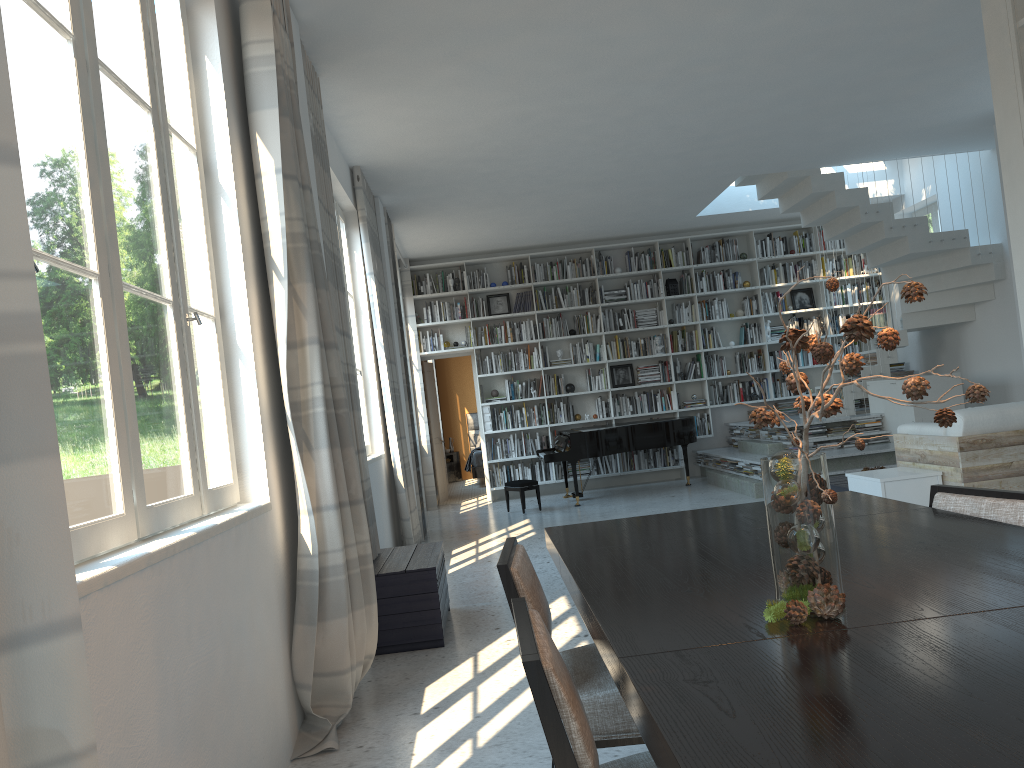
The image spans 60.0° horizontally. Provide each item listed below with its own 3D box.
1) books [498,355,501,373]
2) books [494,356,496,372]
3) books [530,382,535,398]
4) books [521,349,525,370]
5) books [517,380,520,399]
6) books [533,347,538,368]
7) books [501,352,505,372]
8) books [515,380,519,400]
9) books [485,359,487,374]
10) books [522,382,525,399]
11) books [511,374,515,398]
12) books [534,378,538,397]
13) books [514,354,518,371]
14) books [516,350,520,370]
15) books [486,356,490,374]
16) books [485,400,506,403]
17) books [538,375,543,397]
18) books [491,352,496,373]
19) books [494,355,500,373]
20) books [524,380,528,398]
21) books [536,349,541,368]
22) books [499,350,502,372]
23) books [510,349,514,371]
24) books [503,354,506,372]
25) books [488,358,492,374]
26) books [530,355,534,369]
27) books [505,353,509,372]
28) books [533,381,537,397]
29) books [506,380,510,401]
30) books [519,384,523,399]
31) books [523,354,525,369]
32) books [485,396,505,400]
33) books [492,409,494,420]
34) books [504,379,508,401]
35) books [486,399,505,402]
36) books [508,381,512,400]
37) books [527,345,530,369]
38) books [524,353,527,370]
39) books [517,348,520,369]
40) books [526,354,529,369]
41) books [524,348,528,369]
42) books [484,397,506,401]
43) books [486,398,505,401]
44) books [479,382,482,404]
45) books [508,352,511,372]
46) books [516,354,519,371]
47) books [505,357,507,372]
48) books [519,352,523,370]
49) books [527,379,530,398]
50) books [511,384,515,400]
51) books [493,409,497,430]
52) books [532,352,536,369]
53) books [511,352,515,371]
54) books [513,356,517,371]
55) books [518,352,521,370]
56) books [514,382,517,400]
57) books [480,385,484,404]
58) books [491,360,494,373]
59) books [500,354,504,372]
[{"bbox_3d":[-0.161,-0.254,11.569,0.014,0.230,0.148,-7,-1,-2],"label":"books"},{"bbox_3d":[-0.223,-0.255,11.562,0.011,0.246,0.176,-7,-1,-2],"label":"books"},{"bbox_3d":[0.266,0.078,11.569,0.030,0.207,0.172,-7,-1,-2],"label":"books"},{"bbox_3d":[0.139,-0.311,11.575,0.015,0.275,0.157,-7,-1,-2],"label":"books"},{"bbox_3d":[0.086,0.077,11.564,0.011,0.250,0.172,-7,-1,-2],"label":"books"},{"bbox_3d":[0.313,-0.336,11.600,0.027,0.286,0.148,-7,-1,-2],"label":"books"},{"bbox_3d":[-0.119,-0.279,11.579,0.011,0.271,0.158,-7,-1,-2],"label":"books"},{"bbox_3d":[0.069,0.080,11.581,0.022,0.249,0.129,-7,-1,-2],"label":"books"},{"bbox_3d":[-0.341,-0.222,11.570,0.042,0.208,0.143,-7,-1,-2],"label":"books"},{"bbox_3d":[0.149,0.088,11.587,0.056,0.214,0.142,-7,-1,-2],"label":"books"},{"bbox_3d":[0.017,0.042,11.581,0.011,0.336,0.153,-7,-1,-2],"label":"books"},{"bbox_3d":[0.316,0.050,11.584,0.021,0.251,0.154,-7,-1,-2],"label":"books"},{"bbox_3d":[0.054,-0.278,11.573,0.013,0.229,0.177,-7,-1,-2],"label":"books"},{"bbox_3d":[0.076,-0.302,11.582,0.012,0.272,0.145,-7,-1,-2],"label":"books"},{"bbox_3d":[-0.310,-0.240,11.555,0.022,0.235,0.177,-7,-1,-2],"label":"books"},{"bbox_3d":[-0.214,0.232,11.562,0.285,0.012,0.159,-7,-2,1],"label":"books"},{"bbox_3d":[0.367,0.031,11.547,0.082,0.276,0.228,-7,-1,-2],"label":"books"},{"bbox_3d":[-0.242,-0.270,11.570,0.023,0.281,0.174,-7,-1,-2],"label":"books"},{"bbox_3d":[-0.194,-0.256,11.587,0.049,0.243,0.139,-7,-1,-2],"label":"books"},{"bbox_3d":[0.182,0.071,11.588,0.013,0.242,0.141,-7,-1,-2],"label":"books"},{"bbox_3d":[0.347,-0.326,11.601,0.036,0.257,0.123,-7,-1,-2],"label":"books"},{"bbox_3d":[-0.152,-0.287,11.568,0.011,0.293,0.183,-7,-1,-2],"label":"books"},{"bbox_3d":[-0.005,-0.307,11.575,0.013,0.300,0.151,-7,-1,-2],"label":"books"},{"bbox_3d":[-0.099,-0.265,11.563,0.024,0.237,0.167,-7,-1,-2],"label":"books"},{"bbox_3d":[-0.283,-0.227,11.546,0.028,0.203,0.188,-7,-1,-2],"label":"books"},{"bbox_3d":[0.261,-0.279,11.591,0.030,0.183,0.152,-7,-1,-2],"label":"books"},{"bbox_3d":[-0.066,-0.271,11.572,0.023,0.242,0.184,-7,-1,-2],"label":"books"},{"bbox_3d":[0.294,0.074,11.580,0.027,0.209,0.143,-7,-1,-2],"label":"books"},{"bbox_3d":[-0.056,0.082,11.565,0.024,0.273,0.150,-7,-1,-2],"label":"books"},{"bbox_3d":[0.110,0.104,11.551,0.029,0.190,0.189,-7,-1,-2],"label":"books"},{"bbox_3d":[0.155,-0.284,11.589,0.012,0.217,0.160,-7,-1,-2],"label":"books"},{"bbox_3d":[-0.220,0.183,11.567,0.254,0.012,0.161,-7,-2,-1],"label":"books"},{"bbox_3d":[-0.237,0.465,11.563,0.008,0.285,0.159,-7,-1,-2],"label":"books"},{"bbox_3d":[-0.075,0.078,11.566,0.012,0.285,0.159,-7,-1,-2],"label":"books"},{"bbox_3d":[-0.216,0.220,11.566,0.254,0.012,0.161,-7,-2,-1],"label":"books"},{"bbox_3d":[-0.028,0.088,11.574,0.031,0.255,0.143,-7,-1,-2],"label":"books"},{"bbox_3d":[0.220,-0.346,11.588,0.035,0.325,0.170,-7,-1,-2],"label":"books"},{"bbox_3d":[0.171,-0.287,11.594,0.021,0.220,0.148,-7,-1,-2],"label":"books"},{"bbox_3d":[0.085,-0.319,11.598,0.011,0.304,0.130,-7,-1,-2],"label":"books"},{"bbox_3d":[0.203,-0.282,11.585,0.013,0.203,0.161,-7,-1,-2],"label":"books"},{"bbox_3d":[0.184,-0.325,11.600,0.015,0.292,0.144,-7,-1,-2],"label":"books"},{"bbox_3d":[-0.218,0.195,11.560,0.285,0.012,0.159,-7,-2,2],"label":"books"},{"bbox_3d":[-0.217,0.207,11.562,0.254,0.012,0.161,-6,-2,-5],"label":"books"},{"bbox_3d":[-0.413,0.117,11.564,0.012,0.285,0.159,-7,-1,-2],"label":"books"},{"bbox_3d":[-0.033,-0.281,11.591,0.048,0.256,0.141,-7,-1,-2],"label":"books"},{"bbox_3d":[0.066,-0.279,11.585,0.013,0.227,0.151,-7,-1,-2],"label":"books"},{"bbox_3d":[-0.081,-0.250,11.590,0.010,0.204,0.139,-7,-1,-2],"label":"books"},{"bbox_3d":[0.118,-0.292,11.603,0.028,0.242,0.131,-7,-1,-2],"label":"books"},{"bbox_3d":[0.218,0.059,11.575,0.060,0.255,0.158,-7,-1,-2],"label":"books"},{"bbox_3d":[0.006,0.107,11.545,0.029,0.208,0.189,-7,-1,-2],"label":"books"},{"bbox_3d":[-0.225,0.462,11.562,0.016,0.289,0.152,-7,-1,-2],"label":"books"},{"bbox_3d":[0.288,-0.302,11.593,0.031,0.223,0.144,-7,-1,-2],"label":"books"},{"bbox_3d":[0.014,-0.287,11.586,0.021,0.256,0.156,-7,-1,-2],"label":"books"},{"bbox_3d":[0.038,-0.264,11.587,0.021,0.205,0.130,-7,-1,-2],"label":"books"},{"bbox_3d":[0.099,-0.294,11.593,0.011,0.251,0.139,-7,-1,-2],"label":"books"},{"bbox_3d":[0.043,0.092,11.587,0.030,0.231,0.148,-7,-1,-2],"label":"books"},{"bbox_3d":[-0.390,0.135,11.554,0.028,0.243,0.156,-7,-1,-2],"label":"books"},{"bbox_3d":[-0.260,-0.221,11.591,0.021,0.187,0.129,-7,-1,-2],"label":"books"},{"bbox_3d":[-0.133,-0.266,11.560,0.021,0.247,0.189,-7,-1,-2],"label":"books"}]
